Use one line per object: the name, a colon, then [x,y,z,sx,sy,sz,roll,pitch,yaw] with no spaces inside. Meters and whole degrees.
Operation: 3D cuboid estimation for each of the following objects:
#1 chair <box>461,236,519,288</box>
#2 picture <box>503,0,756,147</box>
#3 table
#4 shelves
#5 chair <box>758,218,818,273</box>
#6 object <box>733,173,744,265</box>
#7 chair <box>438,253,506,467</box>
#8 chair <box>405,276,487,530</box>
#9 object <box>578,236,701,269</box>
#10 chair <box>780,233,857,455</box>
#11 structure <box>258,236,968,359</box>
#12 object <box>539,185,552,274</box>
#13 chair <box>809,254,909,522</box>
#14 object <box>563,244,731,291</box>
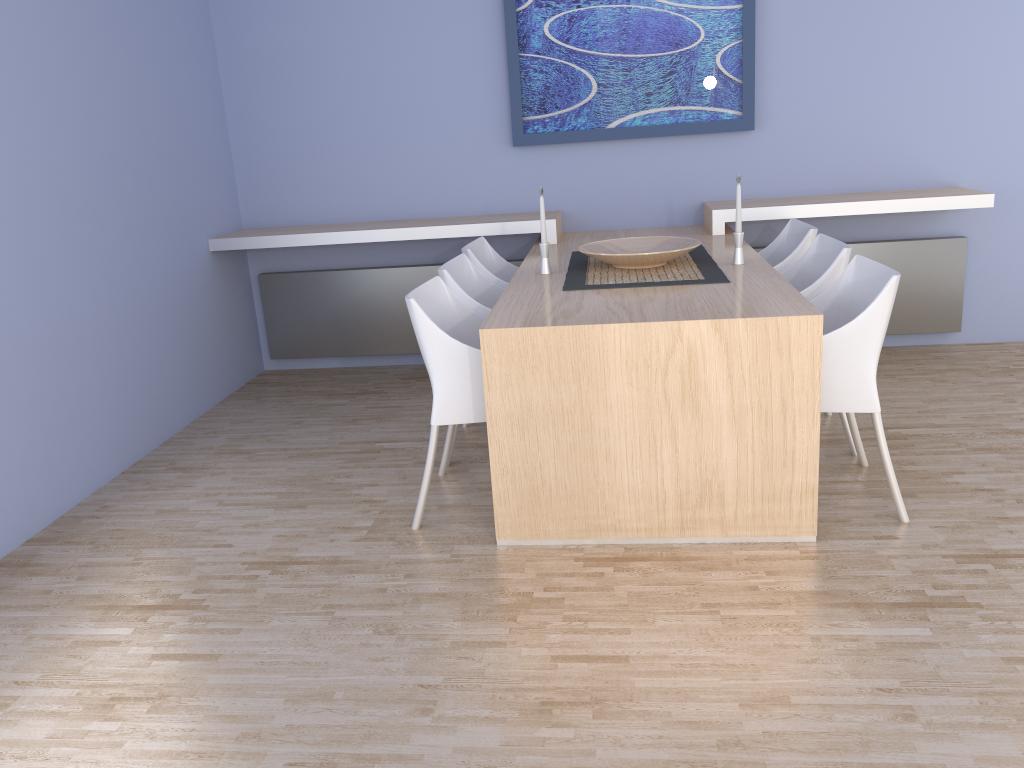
chair: [0.022,-0.289,4.230,0.486,0.793,0.510,-2,16,7]
picture: [0.598,-1.721,4.534,1.252,0.901,0.049,-2,16,7]
table: [0.552,-0.170,3.824,1.002,0.718,2.340,-2,16,7]
shelves: [0.382,-0.487,4.737,3.901,0.840,0.463,-2,16,7]
chair: [1.163,-0.338,4.118,0.486,0.793,0.510,-2,16,7]
object: [0.879,-0.640,3.440,0.045,0.349,0.045,-2,16,7]
chair: [-0.042,-0.126,3.683,0.486,0.793,0.510,-2,16,7]
chair: [-0.105,0.038,3.136,0.486,0.793,0.510,-2,16,7]
object: [0.518,-0.527,3.612,0.493,0.081,0.493,4,18,25]
chair: [1.098,-0.171,3.559,0.486,0.793,0.510,-2,16,8]
structure: [0.474,-0.459,4.924,3.843,0.503,0.064,-2,16,7]
object: [0.126,-0.614,3.536,0.045,0.349,0.045,-18,21,-39]
chair: [1.032,-0.002,2.992,0.486,0.793,0.510,-2,16,7]
object: [0.524,-0.486,3.621,0.594,0.005,0.986,-2,16,7]
